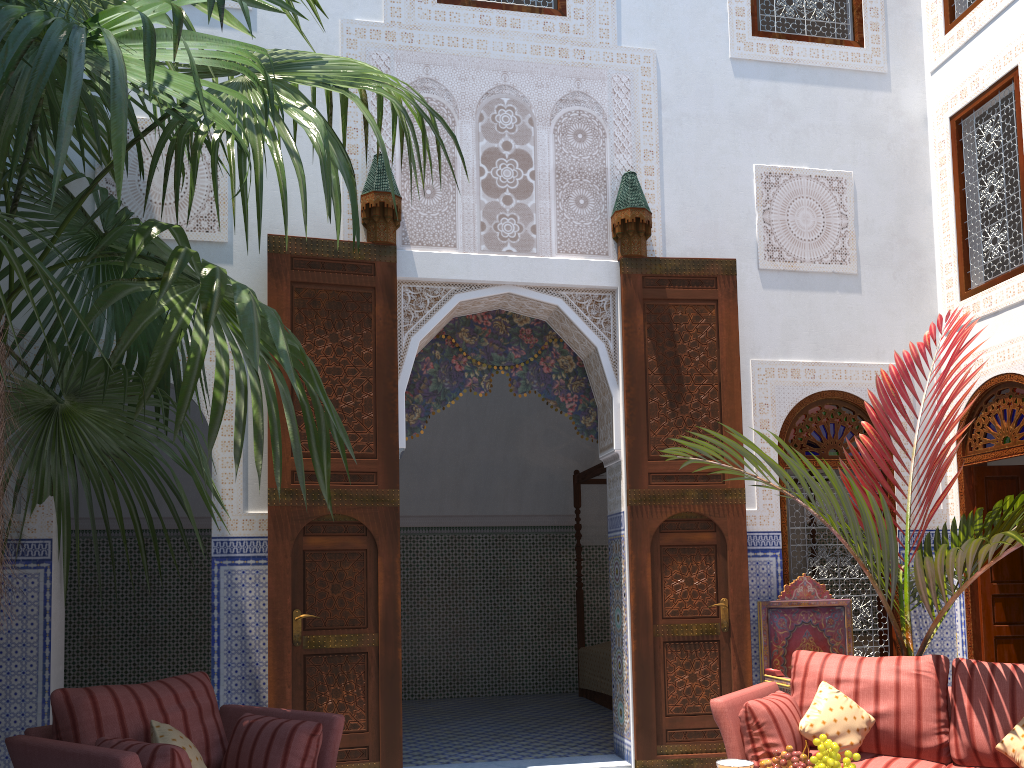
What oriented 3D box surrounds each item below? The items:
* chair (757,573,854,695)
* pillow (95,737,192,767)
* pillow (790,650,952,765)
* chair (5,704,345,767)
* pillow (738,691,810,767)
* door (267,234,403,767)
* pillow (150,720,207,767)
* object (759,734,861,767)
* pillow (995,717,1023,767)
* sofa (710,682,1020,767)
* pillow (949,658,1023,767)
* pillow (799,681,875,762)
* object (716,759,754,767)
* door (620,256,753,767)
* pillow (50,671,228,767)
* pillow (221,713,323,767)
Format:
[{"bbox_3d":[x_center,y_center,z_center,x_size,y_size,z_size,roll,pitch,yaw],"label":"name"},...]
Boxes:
[{"bbox_3d":[1.483,1.407,4.025,0.485,1.067,0.511,0,-6,-11],"label":"chair"},{"bbox_3d":[-1.028,1.125,2.457,0.383,0.250,0.189,-8,-10,35],"label":"pillow"},{"bbox_3d":[1.309,1.192,3.245,0.586,0.386,0.294,-8,-10,34],"label":"pillow"},{"bbox_3d":[-1.059,1.335,2.741,0.732,0.534,0.822,-8,-12,33],"label":"chair"},{"bbox_3d":[0.928,1.226,3.084,0.189,0.249,0.384,-6,-11,35],"label":"pillow"},{"bbox_3d":[-0.782,0.591,3.890,0.583,2.486,0.125,0,-4,-16],"label":"door"},{"bbox_3d":[-1.008,1.139,2.662,0.167,0.230,0.265,3,-10,-33],"label":"pillow"},{"bbox_3d":[0.884,1.155,2.596,0.217,0.236,0.311,3,-11,-30],"label":"object"},{"bbox_3d":[1.665,1.112,2.746,0.146,0.232,0.271,0,-9,-9],"label":"pillow"},{"bbox_3d":[1.451,1.331,2.952,1.372,0.534,0.741,-9,-12,34],"label":"sofa"},{"bbox_3d":[1.778,1.110,2.935,0.565,0.370,0.323,-8,-10,34],"label":"pillow"},{"bbox_3d":[1.134,1.179,3.057,0.303,0.271,0.135,0,-6,-10],"label":"pillow"},{"bbox_3d":[0.710,1.234,2.788,0.119,0.056,0.120,-7,-12,26],"label":"object"},{"bbox_3d":[0.834,0.628,4.201,0.583,2.486,0.125,-1,-4,-6],"label":"door"},{"bbox_3d":[-1.183,1.149,2.841,0.303,0.374,0.589,-6,-11,34],"label":"pillow"},{"bbox_3d":[-0.779,1.201,2.834,0.399,0.240,0.189,-8,-10,35],"label":"pillow"}]
